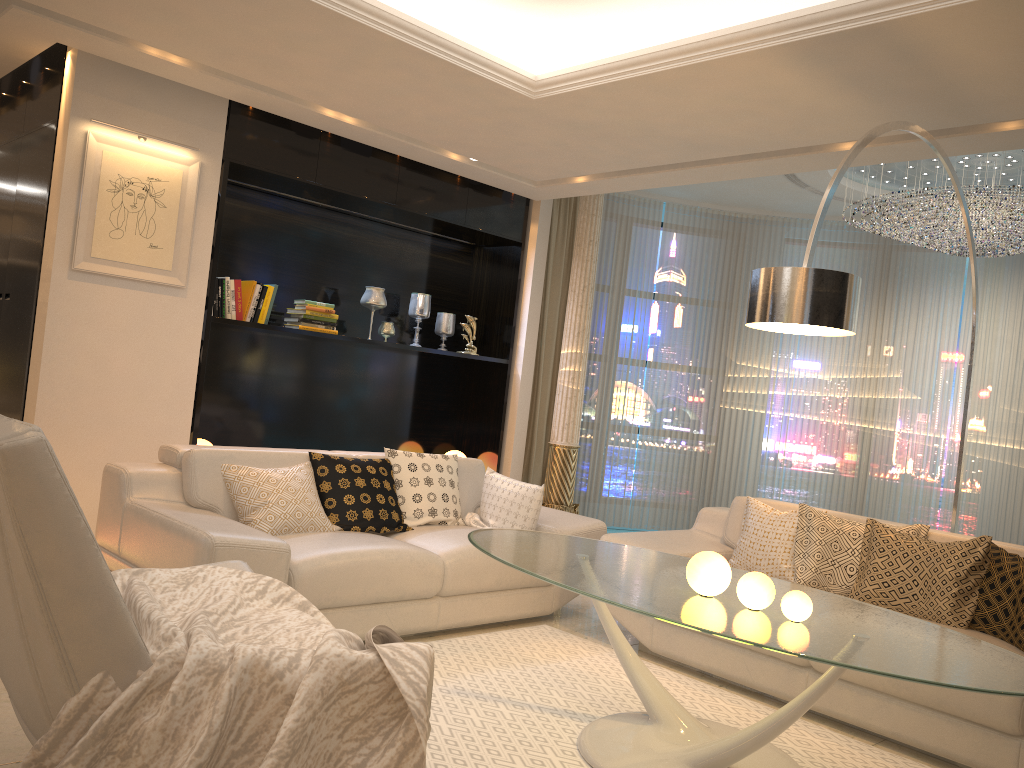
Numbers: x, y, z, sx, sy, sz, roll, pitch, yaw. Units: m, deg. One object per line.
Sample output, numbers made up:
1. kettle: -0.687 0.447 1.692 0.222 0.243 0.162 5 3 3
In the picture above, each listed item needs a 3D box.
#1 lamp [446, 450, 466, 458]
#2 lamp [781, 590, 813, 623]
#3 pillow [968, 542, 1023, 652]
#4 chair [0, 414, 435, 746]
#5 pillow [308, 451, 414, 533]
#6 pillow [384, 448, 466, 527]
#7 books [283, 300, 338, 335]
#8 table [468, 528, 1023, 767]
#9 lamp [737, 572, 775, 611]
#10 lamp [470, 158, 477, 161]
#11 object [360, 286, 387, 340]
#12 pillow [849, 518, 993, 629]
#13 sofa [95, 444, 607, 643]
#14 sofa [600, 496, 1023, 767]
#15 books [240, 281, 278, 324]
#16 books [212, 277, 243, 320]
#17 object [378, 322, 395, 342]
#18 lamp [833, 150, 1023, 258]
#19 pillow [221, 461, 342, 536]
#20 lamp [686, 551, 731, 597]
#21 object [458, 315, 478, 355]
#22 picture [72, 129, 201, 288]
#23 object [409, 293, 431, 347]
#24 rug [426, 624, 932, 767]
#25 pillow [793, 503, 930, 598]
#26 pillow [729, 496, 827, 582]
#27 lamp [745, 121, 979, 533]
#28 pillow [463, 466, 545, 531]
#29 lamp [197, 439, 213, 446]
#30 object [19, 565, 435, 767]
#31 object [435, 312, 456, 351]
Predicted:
1. lamp: -0.450 0.625 6.923 0.212 0.214 0.213 6 0 7
2. lamp: 0.847 0.661 2.639 0.090 0.091 0.090 6 0 7
3. pillow: 2.013 0.841 3.496 0.301 0.436 0.575 7 0 -13
4. chair: -0.852 0.598 2.181 0.983 0.991 1.027 7 -1 -45
5. pillow: -0.738 0.541 4.424 0.524 0.355 0.323 7 -1 -43
6. pillow: -0.439 0.563 4.773 0.526 0.399 0.255 7 -1 -44
7. books: -1.322 -0.441 5.880 0.296 0.197 0.260 7 -1 -41
8. table: 0.613 0.967 2.971 0.999 0.565 2.140 7 -1 -45
9. lamp: 0.753 0.639 2.739 0.115 0.115 0.115 7 0 -18
10. lamp: -0.235 -1.535 5.831 0.107 0.127 0.107 6 0 27
11. object: -0.988 -0.490 6.273 0.181 0.381 0.181 6 -1 40
12. pillow: 1.753 0.814 3.802 0.301 0.436 0.575 7 -1 -38
13. sofa: -0.685 0.754 4.432 2.328 0.754 1.145 7 -1 -44
14. sofa: 1.595 1.008 3.925 1.145 0.754 2.328 7 -1 -44
15. books: -1.619 -0.507 5.555 0.210 0.261 0.212 7 -1 -44
16. books: -1.781 -0.530 5.391 0.240 0.270 0.208 7 -1 -44
17. object: -0.900 -0.365 6.355 0.119 0.154 0.119 7 -1 -34
18. lamp: 3.284 -1.230 6.185 2.109 0.685 2.109 6 0 1
19. pillow: -1.062 0.536 4.099 0.521 0.329 0.351 7 -1 -44
20. lamp: 0.635 0.612 2.864 0.143 0.143 0.143 6 -1 31
21. object: -0.323 -0.368 6.712 0.116 0.293 0.182 6 -1 43
22. picture: -2.022 -0.931 4.803 0.610 0.729 0.027 7 -1 -44
23. object: -0.707 -0.465 6.686 0.156 0.426 0.156 7 -1 -39
24. rug: 0.590 1.261 2.944 1.661 0.020 2.900 7 -1 -44
25. pillow: 1.585 0.803 4.083 0.587 0.429 0.288 6 0 21
26. pillow: 1.289 0.773 4.349 0.222 0.380 0.463 7 -1 -39
27. lamp: 1.616 0.121 3.853 2.009 2.519 0.393 7 -1 -44
28. pillow: -0.059 0.634 4.791 0.281 0.325 0.521 7 -1 -34
29. lamp: -1.938 0.445 5.476 0.213 0.214 0.212 7 0 -4
30. object: -0.693 0.814 2.068 0.972 0.580 1.347 7 0 -7
31. object: -0.524 -0.387 6.861 0.147 0.317 0.147 7 -1 -42
